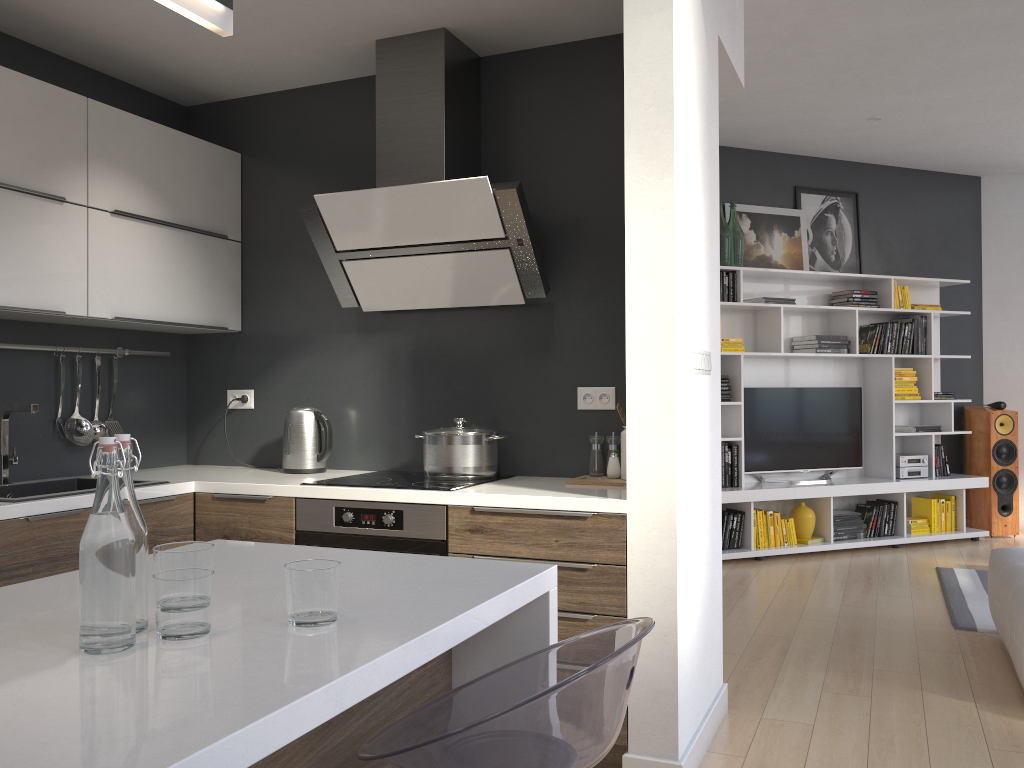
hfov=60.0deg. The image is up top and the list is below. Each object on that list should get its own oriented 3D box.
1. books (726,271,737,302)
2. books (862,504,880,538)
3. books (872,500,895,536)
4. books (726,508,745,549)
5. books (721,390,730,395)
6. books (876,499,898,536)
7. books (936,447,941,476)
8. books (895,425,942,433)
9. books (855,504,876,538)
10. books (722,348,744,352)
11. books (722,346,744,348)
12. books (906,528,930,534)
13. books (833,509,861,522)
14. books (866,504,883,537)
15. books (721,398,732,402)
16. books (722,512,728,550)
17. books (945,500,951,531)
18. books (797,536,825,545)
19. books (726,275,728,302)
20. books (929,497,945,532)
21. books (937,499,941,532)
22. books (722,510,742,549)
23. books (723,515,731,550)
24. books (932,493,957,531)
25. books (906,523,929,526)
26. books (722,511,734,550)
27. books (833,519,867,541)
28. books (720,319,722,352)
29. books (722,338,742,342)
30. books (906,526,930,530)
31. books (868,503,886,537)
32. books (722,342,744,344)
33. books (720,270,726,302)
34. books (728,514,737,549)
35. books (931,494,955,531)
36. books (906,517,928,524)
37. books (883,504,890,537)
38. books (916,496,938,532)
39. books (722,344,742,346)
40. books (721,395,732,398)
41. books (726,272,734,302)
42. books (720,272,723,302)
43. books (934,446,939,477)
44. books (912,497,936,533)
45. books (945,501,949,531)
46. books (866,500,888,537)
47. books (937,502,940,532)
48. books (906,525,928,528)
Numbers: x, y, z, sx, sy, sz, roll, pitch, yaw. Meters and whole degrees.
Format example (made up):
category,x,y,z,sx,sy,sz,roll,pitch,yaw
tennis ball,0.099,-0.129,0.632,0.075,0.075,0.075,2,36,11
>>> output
category,x,y,z,sx,sy,sz,roll,pitch,yaw
books,1.550,-0.687,6.361,0.019,0.230,0.174,0,-1,-22
books,2.680,1.033,6.714,0.096,0.234,0.187,0,-1,-22
books,2.822,1.024,6.770,0.084,0.249,0.191,0,-1,-22
books,1.564,1.020,6.271,0.066,0.260,0.197,0,-1,-22
books,1.377,0.061,6.303,0.266,0.030,0.209,0,-1,-24
books,2.853,1.019,6.783,0.066,0.260,0.197,0,-1,-22
books,3.320,0.612,7.049,0.049,0.236,0.170,0,-1,-22
books,3.199,0.353,7.036,0.310,0.047,0.250,0,-1,-27
books,2.650,1.032,6.697,0.104,0.234,0.182,0,-1,-22
books,1.542,-0.239,6.357,0.190,0.033,0.147,0,-1,-22
books,1.541,-0.262,6.361,0.196,0.011,0.148,0,-1,-22
books,3.110,1.131,6.874,0.190,0.033,0.147,0,-1,-22
books,2.414,0.987,6.658,0.310,0.047,0.250,0,-1,-27
books,2.714,1.032,6.713,0.081,0.233,0.169,0,-1,-23
books,1.391,0.114,6.286,0.263,0.026,0.189,0,-1,-24
books,1.429,1.020,6.220,0.066,0.260,0.197,0,-1,-22
books,3.382,1.030,6.994,0.024,0.234,0.172,0,-1,-22
books,2.112,1.134,6.493,0.204,0.029,0.270,0,-1,-37
books,1.495,-0.672,6.345,0.021,0.200,0.147,0,-1,-22
books,3.309,1.022,6.962,0.035,0.250,0.185,0,-1,-22
books,3.283,1.021,6.954,0.019,0.251,0.180,0,-1,-22
books,1.533,1.024,6.258,0.084,0.249,0.191,0,-1,-22
books,1.460,1.030,6.202,0.069,0.242,0.172,0,-1,-21
books,3.428,1.012,7.028,0.025,0.270,0.213,0,-1,-22
books,3.111,1.079,6.875,0.187,0.014,0.134,0,-1,-22
books,1.473,1.022,6.235,0.075,0.254,0.192,0,-1,-23
books,2.428,1.079,6.639,0.343,0.137,0.277,0,-1,-27
books,1.436,-0.339,6.330,0.024,0.234,0.172,0,-1,-22
books,1.535,-0.311,6.368,0.186,0.026,0.138,0,-1,-22
books,3.109,1.108,6.878,0.196,0.011,0.148,0,-1,-22
books,2.751,1.029,6.714,0.069,0.242,0.172,0,-1,-21
books,1.543,-0.291,6.358,0.187,0.014,0.134,0,-1,-22
books,1.470,-0.686,6.340,0.025,0.232,0.176,0,-1,-22
books,1.502,1.027,6.233,0.071,0.243,0.179,0,-1,-23
books,3.406,1.012,7.010,0.029,0.270,0.204,0,-1,-22
books,3.103,1.059,6.886,0.186,0.026,0.138,0,-1,-22
books,2.789,1.029,6.751,0.068,0.243,0.179,0,-1,-23
books,3.245,1.017,6.942,0.015,0.263,0.199,0,-1,-22
books,1.543,-0.276,6.341,0.169,0.018,0.113,0,-1,-21
books,1.391,0.089,6.289,0.270,0.025,0.189,0,-1,-23
books,1.522,-0.680,6.357,0.038,0.218,0.169,0,-1,-22
books,1.449,-0.680,6.326,0.021,0.221,0.156,0,-1,-22
books,3.296,0.611,7.046,0.053,0.240,0.189,0,-1,-22
books,3.218,1.019,6.928,0.044,0.255,0.198,0,-1,-22
books,3.359,1.030,6.981,0.024,0.234,0.172,0,-1,-22
books,2.762,1.022,6.747,0.075,0.254,0.192,0,-1,-23
books,3.270,1.034,6.929,0.024,0.229,0.156,0,-1,-22
books,3.111,1.094,6.859,0.169,0.018,0.113,0,-1,-21
